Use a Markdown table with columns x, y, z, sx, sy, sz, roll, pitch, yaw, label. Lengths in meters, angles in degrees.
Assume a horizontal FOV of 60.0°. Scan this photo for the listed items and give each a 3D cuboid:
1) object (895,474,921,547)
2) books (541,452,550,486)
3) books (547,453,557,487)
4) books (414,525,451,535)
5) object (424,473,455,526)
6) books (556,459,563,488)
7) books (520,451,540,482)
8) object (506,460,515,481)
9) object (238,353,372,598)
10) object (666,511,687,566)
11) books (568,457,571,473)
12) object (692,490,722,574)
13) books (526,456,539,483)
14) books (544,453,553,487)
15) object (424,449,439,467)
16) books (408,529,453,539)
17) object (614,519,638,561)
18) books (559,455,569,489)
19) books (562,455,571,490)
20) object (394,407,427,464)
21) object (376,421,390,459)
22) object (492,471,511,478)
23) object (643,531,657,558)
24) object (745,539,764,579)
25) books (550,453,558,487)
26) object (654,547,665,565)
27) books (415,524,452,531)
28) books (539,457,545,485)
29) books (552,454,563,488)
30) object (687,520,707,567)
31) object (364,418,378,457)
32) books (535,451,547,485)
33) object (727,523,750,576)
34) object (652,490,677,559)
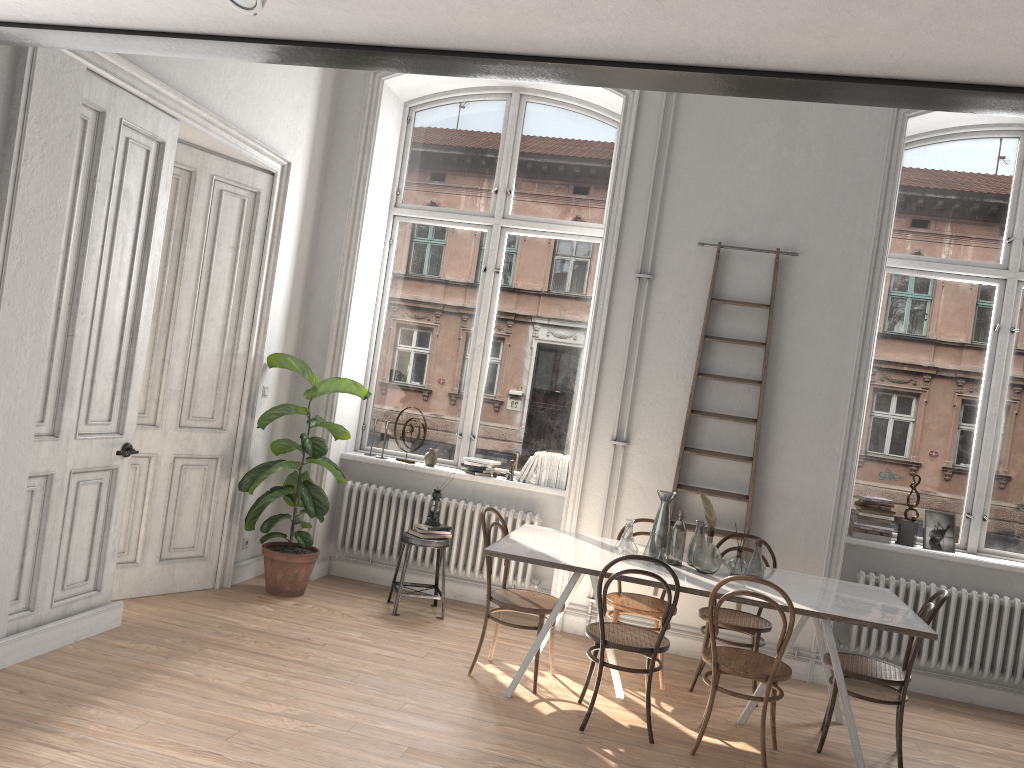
| x | y | z | sx | sy | sz | roll | pitch | yaw | label |
| --- | --- | --- | --- | --- | --- | --- | --- | --- | --- |
| 2.720 | 0.855 | 6.043 | 0.122 | 0.488 | 0.102 | 9 | 0 | 37 | object |
| 0.256 | 0.630 | 6.575 | 0.024 | 0.243 | 0.175 | 8 | 0 | 12 | books |
| 0.302 | 0.636 | 6.592 | 0.019 | 0.244 | 0.174 | 8 | 0 | 12 | books |
| -0.554 | 1.018 | 6.174 | 0.232 | 0.029 | 0.162 | 8 | 0 | -17 | books |
| -0.503 | 0.797 | 6.199 | 0.163 | 0.383 | 0.154 | 8 | 0 | -14 | object |
| 0.359 | 0.664 | 6.562 | 0.020 | 0.205 | 0.155 | 8 | 0 | 12 | books |
| 0.140 | 0.616 | 6.609 | 0.100 | 0.235 | 0.174 | 8 | 0 | 12 | books |
| -0.003 | 0.638 | 6.573 | 0.048 | 0.153 | 0.088 | 8 | 0 | -18 | object |
| 0.964 | 0.875 | 5.346 | 5.825 | 1.842 | 0.792 | 8 | 0 | 17 | object |
| 0.928 | 0.859 | 4.961 | 0.086 | 0.301 | 0.086 | 8 | 0 | -2 | object |
| 0.438 | 0.656 | 6.544 | 0.040 | 0.244 | 0.174 | 8 | 0 | 12 | books |
| 1.086 | 0.809 | 4.838 | 0.156 | 0.446 | 0.157 | 8 | 0 | 30 | object |
| 0.163 | 0.636 | 6.605 | 0.072 | 0.203 | 0.155 | 8 | 0 | 12 | books |
| 0.279 | 0.633 | 6.579 | 0.019 | 0.244 | 0.174 | 8 | 0 | 12 | books |
| -0.615 | 0.554 | 6.743 | 0.100 | 0.142 | 0.102 | 8 | 0 | -13 | object |
| -0.570 | 1.042 | 6.173 | 0.246 | 0.034 | 0.194 | 8 | 0 | -38 | books |
| 0.637 | 0.858 | 4.892 | 0.132 | 0.219 | 0.132 | 8 | 0 | 2 | object |
| 0.388 | 0.649 | 6.578 | 0.024 | 0.243 | 0.175 | 8 | 0 | 12 | books |
| 0.408 | 0.652 | 6.553 | 0.024 | 0.243 | 0.175 | 8 | 0 | 12 | books |
| -0.780 | 0.388 | 6.786 | 0.347 | 0.425 | 0.087 | 8 | 0 | 45 | object |
| -0.978 | 0.428 | 6.807 | 0.095 | 0.289 | 0.095 | 9 | 0 | 35 | object |
| -0.081 | 0.679 | 6.646 | 0.153 | 0.048 | 0.088 | 8 | 0 | -38 | object |
| 0.783 | 0.911 | 4.990 | 0.083 | 0.158 | 0.083 | 8 | 0 | 8 | object |
| 1.361 | 0.968 | 4.932 | 0.101 | 0.212 | 0.101 | 8 | 0 | -38 | object |
| 0.324 | 0.640 | 6.592 | 0.024 | 0.243 | 0.175 | 8 | 0 | 12 | books |
| 0.817 | 0.948 | 4.884 | 0.058 | 0.094 | 0.058 | 8 | 0 | 40 | object |
| -0.549 | 0.996 | 6.174 | 0.147 | 0.027 | 0.221 | 8 | 0 | 44 | books |
| 0.234 | 0.646 | 6.590 | 0.020 | 0.205 | 0.155 | 8 | 0 | 12 | books |
| 0.340 | 0.642 | 6.566 | 0.019 | 0.244 | 0.174 | 8 | 0 | 12 | books |
| 1.050 | 0.901 | 5.008 | 0.098 | 0.255 | 0.100 | 8 | 0 | -11 | object |
| -1.079 | 0.413 | 6.888 | 0.095 | 0.289 | 0.095 | 9 | 0 | 44 | object |
| 0.216 | 0.624 | 6.615 | 0.024 | 0.243 | 0.175 | 8 | 0 | 12 | books |
| 1.254 | 0.916 | 4.879 | 0.107 | 0.283 | 0.107 | 8 | 0 | 7 | object |
| 0.862 | 0.809 | 5.091 | 0.116 | 0.383 | 0.116 | 8 | 0 | 23 | object |
